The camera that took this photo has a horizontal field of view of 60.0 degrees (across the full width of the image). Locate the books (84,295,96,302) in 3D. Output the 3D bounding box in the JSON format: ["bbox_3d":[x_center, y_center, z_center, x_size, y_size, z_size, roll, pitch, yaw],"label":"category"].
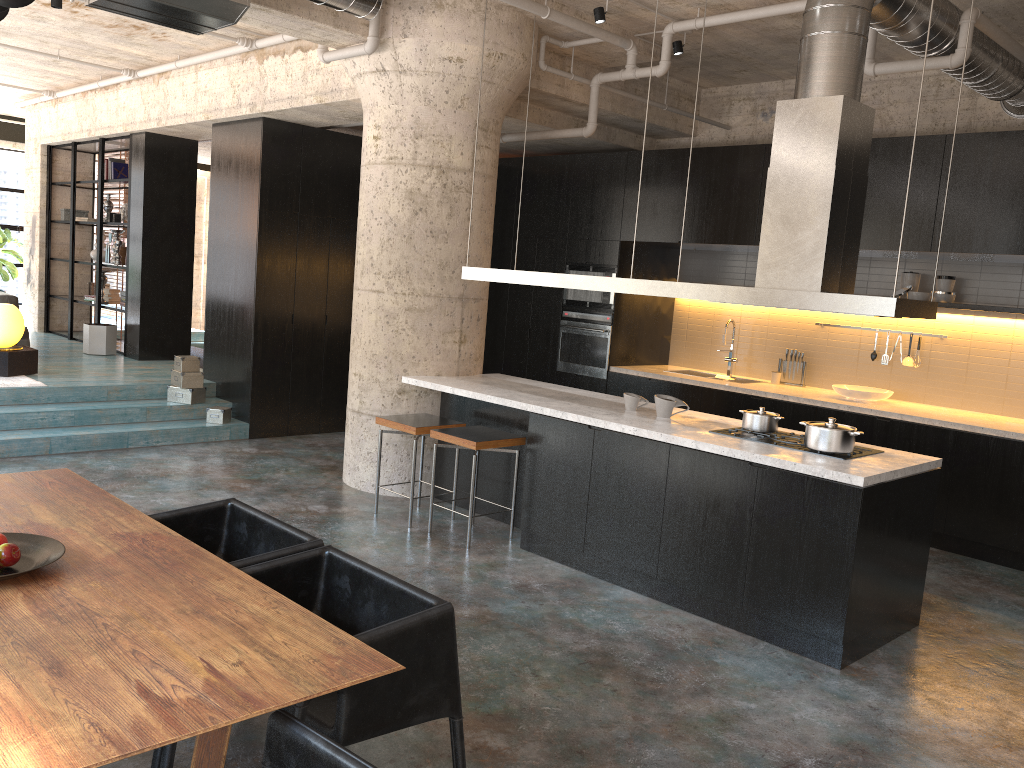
[{"bbox_3d":[-5.501,-1.133,11.786,0.319,0.068,0.231,10,8,36],"label":"books"}]

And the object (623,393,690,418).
[{"bbox_3d":[0.905,0.127,5.640,0.188,0.133,0.437,-2,10,-44],"label":"object"}]

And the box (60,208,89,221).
[{"bbox_3d":[-5.912,-2.274,11.983,0.306,0.157,0.312,0,8,-35],"label":"box"}]

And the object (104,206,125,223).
[{"bbox_3d":[-4.907,-2.094,10.983,0.200,0.200,0.409,0,8,-35],"label":"object"}]

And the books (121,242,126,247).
[{"bbox_3d":[-5.130,-1.732,11.727,0.147,0.299,0.547,-2,10,-45],"label":"books"}]

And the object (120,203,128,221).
[{"bbox_3d":[-5.010,-2.194,11.428,0.131,0.280,0.252,-1,9,-37],"label":"object"}]

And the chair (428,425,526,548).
[{"bbox_3d":[-0.252,0.673,5.929,0.450,0.698,0.450,-2,10,-45],"label":"chair"}]

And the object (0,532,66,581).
[{"bbox_3d":[-1.573,0.513,2.639,0.435,0.079,0.435,4,7,-9],"label":"object"}]

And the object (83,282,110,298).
[{"bbox_3d":[-5.656,-1.270,12.139,0.284,0.231,0.335,-2,10,-45],"label":"object"}]

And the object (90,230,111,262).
[{"bbox_3d":[-5.561,-1.866,11.999,0.265,0.432,0.265,4,7,-1],"label":"object"}]

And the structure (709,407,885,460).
[{"bbox_3d":[1.608,0.235,4.989,0.506,0.187,0.833,-2,10,-45],"label":"structure"}]

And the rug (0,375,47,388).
[{"bbox_3d":[-7.886,-0.496,9.547,2.954,0.032,7.768,-2,10,-45],"label":"rug"}]

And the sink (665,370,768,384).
[{"bbox_3d":[1.943,-0.008,8.531,0.458,0.134,0.890,-2,10,-45],"label":"sink"}]

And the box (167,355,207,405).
[{"bbox_3d":[-3.118,-0.046,8.515,0.331,0.441,0.280,9,8,34],"label":"box"}]

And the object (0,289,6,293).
[{"bbox_3d":[-6.040,-0.856,9.797,0.985,0.438,0.444,2,7,-19],"label":"object"}]

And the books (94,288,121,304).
[{"bbox_3d":[-5.253,-1.146,11.557,0.257,0.188,0.306,6,7,10],"label":"books"}]

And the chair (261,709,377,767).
[{"bbox_3d":[-0.617,1.136,1.695,0.707,0.738,0.754,-2,10,-45],"label":"chair"}]

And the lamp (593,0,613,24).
[{"bbox_3d":[0.645,-2.633,6.178,0.145,0.236,0.107,8,8,28],"label":"lamp"}]

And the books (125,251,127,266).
[{"bbox_3d":[-4.669,-1.635,11.005,0.216,0.354,0.256,-2,10,-45],"label":"books"}]

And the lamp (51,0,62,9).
[{"bbox_3d":[-3.364,-2.869,6.473,0.107,0.215,0.141,8,8,27],"label":"lamp"}]

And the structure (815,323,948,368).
[{"bbox_3d":[3.207,-0.333,7.815,0.074,0.315,1.171,-2,10,-45],"label":"structure"}]

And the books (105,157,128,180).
[{"bbox_3d":[-4.962,-2.683,11.141,0.221,0.298,0.258,-2,10,-45],"label":"books"}]

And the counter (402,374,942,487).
[{"bbox_3d":[0.765,0.197,5.711,1.000,0.046,3.500,-2,10,-45],"label":"counter"}]

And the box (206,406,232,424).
[{"bbox_3d":[-2.786,0.295,8.436,0.172,0.140,0.187,5,7,7],"label":"box"}]

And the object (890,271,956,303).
[{"bbox_3d":[3.407,-0.807,7.338,0.462,0.240,0.334,11,9,41],"label":"object"}]

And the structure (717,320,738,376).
[{"bbox_3d":[2.083,-0.350,8.593,0.269,0.559,0.125,-2,10,-45],"label":"structure"}]

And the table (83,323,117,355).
[{"bbox_3d":[-4.865,-0.532,10.472,0.365,0.340,0.316,3,7,-15],"label":"table"}]

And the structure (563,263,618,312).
[{"bbox_3d":[0.983,-0.981,9.069,0.612,0.450,0.659,-2,10,-45],"label":"structure"}]

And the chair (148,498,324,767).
[{"bbox_3d":[-1.125,0.893,3.362,0.754,0.738,0.707,-2,10,-45],"label":"chair"}]

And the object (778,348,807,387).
[{"bbox_3d":[2.618,-0.157,8.284,0.291,0.336,0.060,10,9,38],"label":"object"}]

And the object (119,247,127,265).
[{"bbox_3d":[-4.995,-1.646,11.424,0.189,0.230,0.190,5,7,0],"label":"object"}]

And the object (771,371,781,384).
[{"bbox_3d":[2.467,-0.060,8.295,0.092,0.117,0.092,4,7,-6],"label":"object"}]

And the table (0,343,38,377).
[{"bbox_3d":[-5.005,-0.253,8.529,0.616,0.230,1.044,-2,10,-45],"label":"table"}]

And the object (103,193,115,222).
[{"bbox_3d":[-5.318,-2.306,11.685,0.178,0.394,0.180,10,9,38],"label":"object"}]

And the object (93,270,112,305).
[{"bbox_3d":[-5.201,-1.227,11.262,0.218,0.433,0.218,10,9,36],"label":"object"}]

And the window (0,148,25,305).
[{"bbox_3d":[-8.424,-2.568,14.453,1.780,2.530,0.081,-2,10,-45],"label":"window"}]

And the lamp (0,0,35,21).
[{"bbox_3d":[-1.394,-1.792,2.322,0.583,1.327,1.813,-2,10,-45],"label":"lamp"}]

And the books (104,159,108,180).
[{"bbox_3d":[-5.134,-2.714,11.315,0.216,0.290,0.231,-2,10,-45],"label":"books"}]

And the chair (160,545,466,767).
[{"bbox_3d":[-0.616,0.997,2.844,0.754,0.738,0.707,-2,10,-45],"label":"chair"}]

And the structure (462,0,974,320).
[{"bbox_3d":[1.002,-1.578,5.383,0.538,2.100,3.117,-2,10,-45],"label":"structure"}]

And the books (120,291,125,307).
[{"bbox_3d":[-4.704,-1.055,11.133,0.274,0.197,0.393,-2,10,-45],"label":"books"}]

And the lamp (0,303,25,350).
[{"bbox_3d":[-4.859,-0.549,8.368,0.462,0.417,0.462,2,7,-17],"label":"lamp"}]

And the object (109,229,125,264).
[{"bbox_3d":[-5.140,-1.781,11.531,0.191,0.447,0.192,5,7,2],"label":"object"}]

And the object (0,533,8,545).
[{"bbox_3d":[-1.594,0.496,2.647,0.100,0.097,0.219,4,7,-2],"label":"object"}]

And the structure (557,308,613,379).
[{"bbox_3d":[0.906,-0.420,9.103,0.649,0.651,0.664,-2,10,-45],"label":"structure"}]

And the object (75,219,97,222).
[{"bbox_3d":[-5.640,-2.160,11.743,0.243,0.034,0.179,7,7,23],"label":"object"}]

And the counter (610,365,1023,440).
[{"bbox_3d":[2.842,0.189,7.564,1.000,0.142,4.360,-2,10,-45],"label":"counter"}]

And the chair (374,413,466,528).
[{"bbox_3d":[-0.668,0.598,6.273,0.450,0.698,0.450,-2,10,-45],"label":"chair"}]

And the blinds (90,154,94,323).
[{"bbox_3d":[-4.985,-1.619,11.761,0.136,3.160,2.915,-2,10,-45],"label":"blinds"}]

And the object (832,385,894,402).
[{"bbox_3d":[2.970,0.086,7.529,0.490,0.093,0.490,11,9,41],"label":"object"}]

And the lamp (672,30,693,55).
[{"bbox_3d":[1.317,-2.660,6.848,0.145,0.236,0.107,8,8,28],"label":"lamp"}]

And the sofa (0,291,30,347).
[{"bbox_3d":[-5.988,-0.710,9.764,1.019,0.680,2.063,-2,10,-45],"label":"sofa"}]

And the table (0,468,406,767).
[{"bbox_3d":[-1.600,0.931,2.654,1.299,0.756,2.410,-2,10,-45],"label":"table"}]

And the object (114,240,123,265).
[{"bbox_3d":[-4.866,-1.620,10.970,0.099,0.301,0.099,10,9,39],"label":"object"}]

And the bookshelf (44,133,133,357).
[{"bbox_3d":[-5.218,-1.798,11.484,0.628,2.571,2.900,-2,10,-45],"label":"bookshelf"}]

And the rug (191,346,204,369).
[{"bbox_3d":[-4.391,-0.297,12.535,0.541,0.377,1.759,-2,10,-45],"label":"rug"}]

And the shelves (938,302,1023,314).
[{"bbox_3d":[3.118,-0.726,7.657,0.403,0.043,4.362,-2,10,-45],"label":"shelves"}]

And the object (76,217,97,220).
[{"bbox_3d":[-5.628,-2.188,11.741,0.227,0.024,0.166,8,7,24],"label":"object"}]

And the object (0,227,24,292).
[{"bbox_3d":[-8.205,-1.823,13.970,0.921,1.543,0.817,6,7,14],"label":"object"}]

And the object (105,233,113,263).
[{"bbox_3d":[-5.354,-1.804,11.786,0.062,0.395,0.121,-2,9,-42],"label":"object"}]
